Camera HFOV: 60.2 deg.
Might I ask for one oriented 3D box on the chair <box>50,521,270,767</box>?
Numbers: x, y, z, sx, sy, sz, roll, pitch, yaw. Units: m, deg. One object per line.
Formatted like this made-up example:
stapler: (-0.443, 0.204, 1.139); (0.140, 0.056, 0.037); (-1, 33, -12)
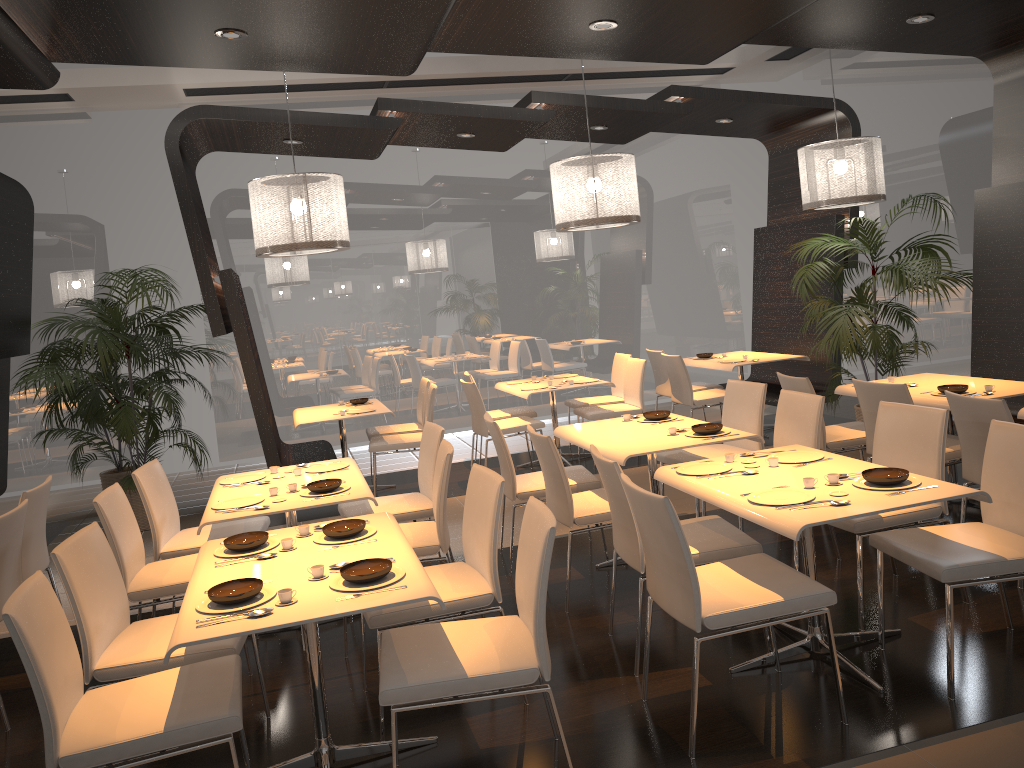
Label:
chair: (-1.281, 0.953, 3.264); (0.606, 0.867, 0.485); (-6, 3, -7)

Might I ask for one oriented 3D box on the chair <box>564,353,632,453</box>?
chair: (0.858, 0.176, 8.468); (0.606, 0.872, 0.485); (-7, 3, -12)

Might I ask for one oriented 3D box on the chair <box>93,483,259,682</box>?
chair: (-1.552, 0.890, 4.114); (0.606, 0.867, 0.485); (-7, 3, -12)

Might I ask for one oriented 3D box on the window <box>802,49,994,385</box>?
window: (4.436, -1.664, 7.420); (0.070, 3.965, 6.596); (-6, 5, -14)

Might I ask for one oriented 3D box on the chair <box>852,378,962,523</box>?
chair: (2.377, 0.380, 5.111); (0.607, 0.872, 0.484); (-7, 3, -17)

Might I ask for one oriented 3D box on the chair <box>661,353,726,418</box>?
chair: (1.737, 0.129, 8.055); (0.606, 0.872, 0.485); (-7, 3, -12)

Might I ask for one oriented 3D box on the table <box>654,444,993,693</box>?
table: (1.209, 0.737, 3.593); (0.802, 0.723, 1.150); (-7, 5, -14)

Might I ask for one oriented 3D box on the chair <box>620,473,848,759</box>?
chair: (0.765, 0.753, 3.185); (0.606, 0.872, 0.485); (-7, 3, -12)

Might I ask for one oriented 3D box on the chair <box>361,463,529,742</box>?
chair: (-0.307, 0.825, 3.543); (0.607, 0.872, 0.484); (-7, 3, -17)

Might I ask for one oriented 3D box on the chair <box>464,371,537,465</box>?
chair: (-0.100, 0.296, 8.248); (0.606, 0.867, 0.485); (-6, 3, -7)

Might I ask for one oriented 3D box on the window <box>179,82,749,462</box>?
window: (-0.258, -1.476, 10.178); (6.593, 3.971, 0.070); (-7, 2, -15)

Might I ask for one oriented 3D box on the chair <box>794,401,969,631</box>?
chair: (1.664, 0.565, 4.066); (0.607, 0.872, 0.484); (-7, 3, -17)

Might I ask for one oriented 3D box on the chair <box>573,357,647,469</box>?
chair: (0.901, 0.238, 7.822); (0.606, 0.867, 0.485); (-7, 3, -12)

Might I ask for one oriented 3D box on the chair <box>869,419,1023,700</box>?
chair: (1.774, 0.628, 3.380); (0.606, 0.872, 0.485); (-6, 3, -7)

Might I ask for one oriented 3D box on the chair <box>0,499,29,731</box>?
chair: (-2.424, 1.010, 3.831); (0.606, 0.867, 0.485); (-6, 3, -7)

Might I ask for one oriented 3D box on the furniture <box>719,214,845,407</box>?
furniture: (2.544, -0.714, 8.578); (0.759, 1.671, 1.404); (-7, 4, -14)

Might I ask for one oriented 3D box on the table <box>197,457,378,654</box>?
table: (-1.107, 0.876, 4.522); (0.802, 0.723, 1.150); (-7, 5, -14)

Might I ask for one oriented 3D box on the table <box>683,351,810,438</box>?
table: (2.220, 0.105, 8.503); (0.802, 0.723, 1.150); (-7, 5, -14)

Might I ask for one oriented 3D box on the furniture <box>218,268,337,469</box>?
furniture: (-1.928, -0.125, 7.390); (0.759, 1.671, 1.404); (-7, 4, -14)

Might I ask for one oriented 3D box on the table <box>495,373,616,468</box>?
table: (0.391, 0.345, 8.024); (0.802, 0.723, 1.150); (-7, 5, -14)

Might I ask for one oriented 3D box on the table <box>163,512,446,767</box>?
table: (-0.688, 0.986, 3.089); (0.802, 0.723, 1.150); (-7, 5, -14)

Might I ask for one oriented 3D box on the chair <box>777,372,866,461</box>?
chair: (2.106, 0.342, 5.724); (0.606, 0.872, 0.485); (-6, 3, -7)

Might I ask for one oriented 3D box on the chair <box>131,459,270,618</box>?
chair: (-1.635, 0.832, 4.726); (0.606, 0.867, 0.485); (-6, 3, -7)

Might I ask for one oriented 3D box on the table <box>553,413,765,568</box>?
table: (0.938, 0.606, 5.069); (1.055, 0.723, 1.150); (-7, 5, -14)

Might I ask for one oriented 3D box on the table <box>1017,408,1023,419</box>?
table: (3.158, 0.481, 4.101); (0.802, 0.723, 1.150); (-7, 5, -14)

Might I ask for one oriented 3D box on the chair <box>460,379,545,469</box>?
chair: (-0.079, 0.371, 7.546); (0.607, 0.872, 0.484); (-7, 3, -17)

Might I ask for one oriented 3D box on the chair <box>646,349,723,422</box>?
chair: (1.694, 0.062, 8.700); (0.606, 0.867, 0.485); (-7, 3, -12)

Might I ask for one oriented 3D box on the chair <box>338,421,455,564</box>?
chair: (-0.653, 0.702, 4.995); (0.607, 0.867, 0.484); (-7, 3, -17)

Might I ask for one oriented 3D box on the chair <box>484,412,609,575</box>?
chair: (0.181, 0.591, 5.228); (0.606, 0.867, 0.485); (-6, 3, -7)

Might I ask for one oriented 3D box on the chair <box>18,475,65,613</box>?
chair: (-2.615, 0.965, 4.429); (0.606, 0.867, 0.485); (-7, 3, -12)

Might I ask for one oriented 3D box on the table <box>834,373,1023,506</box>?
table: (2.741, 0.370, 5.533); (0.802, 0.723, 1.150); (-7, 5, -14)

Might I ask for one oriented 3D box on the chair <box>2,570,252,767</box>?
chair: (-1.133, 1.000, 2.682); (0.607, 0.867, 0.484); (-7, 3, -17)

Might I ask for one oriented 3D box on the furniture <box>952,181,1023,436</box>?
furniture: (3.550, -0.431, 4.976); (0.759, 1.669, 2.908); (-7, 5, -14)

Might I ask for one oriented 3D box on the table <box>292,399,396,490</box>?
table: (-1.428, 0.583, 7.552); (0.802, 0.723, 1.150); (-7, 5, -14)

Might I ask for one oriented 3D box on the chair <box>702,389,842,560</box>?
chair: (1.381, 0.511, 4.823); (0.606, 0.867, 0.485); (-7, 3, -12)

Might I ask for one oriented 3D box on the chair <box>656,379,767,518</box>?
chair: (1.271, 0.448, 5.510); (0.607, 0.867, 0.484); (-7, 3, -17)

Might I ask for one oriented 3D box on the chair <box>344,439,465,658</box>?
chair: (-0.543, 0.767, 4.308); (0.606, 0.872, 0.485); (-6, 3, -7)

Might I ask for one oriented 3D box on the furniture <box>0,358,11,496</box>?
furniture: (-4.338, 0.192, 6.749); (0.759, 1.671, 1.404); (-7, 4, -14)

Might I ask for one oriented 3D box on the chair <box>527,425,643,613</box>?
chair: (0.438, 0.636, 4.588); (0.606, 0.872, 0.485); (-7, 3, -12)

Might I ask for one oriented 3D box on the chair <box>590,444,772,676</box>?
chair: (0.695, 0.693, 3.807); (0.606, 0.872, 0.485); (-6, 3, -7)

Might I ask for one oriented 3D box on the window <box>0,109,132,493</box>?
window: (-7.177, -0.565, 8.339); (6.593, 3.971, 0.070); (-7, 2, -15)

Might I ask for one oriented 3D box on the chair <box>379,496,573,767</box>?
chair: (-0.124, 0.875, 2.875); (0.606, 0.867, 0.485); (-6, 3, -7)

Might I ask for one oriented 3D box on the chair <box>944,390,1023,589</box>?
chair: (2.523, 0.450, 4.291); (0.606, 0.867, 0.485); (-6, 3, -7)
